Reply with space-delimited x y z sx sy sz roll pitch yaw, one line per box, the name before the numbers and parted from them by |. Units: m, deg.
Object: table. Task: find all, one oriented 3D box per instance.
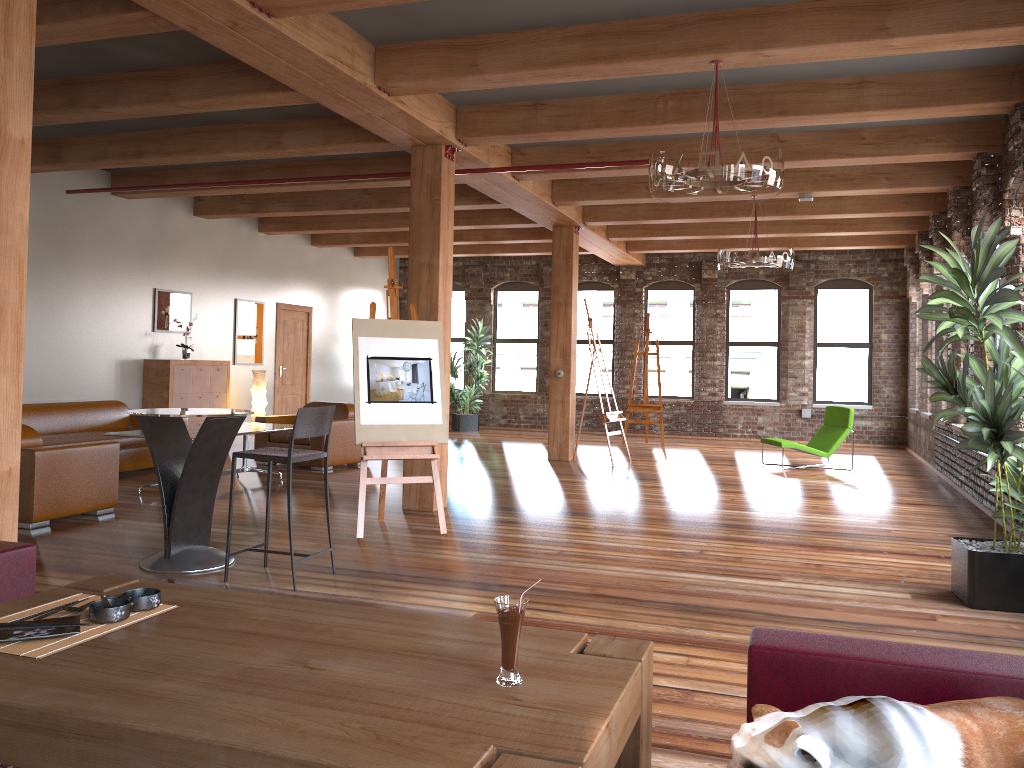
table | -2.853 0.712 8.511 0.940 0.560 1.870 1 1 18
table | -1.948 0.627 5.357 0.722 0.925 0.721 1 -1 43
table | -0.618 0.908 2.091 1.751 0.550 0.900 2 1 18

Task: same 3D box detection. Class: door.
door | -3.548 -0.206 14.123 0.226 2.122 1.029 1 -1 18

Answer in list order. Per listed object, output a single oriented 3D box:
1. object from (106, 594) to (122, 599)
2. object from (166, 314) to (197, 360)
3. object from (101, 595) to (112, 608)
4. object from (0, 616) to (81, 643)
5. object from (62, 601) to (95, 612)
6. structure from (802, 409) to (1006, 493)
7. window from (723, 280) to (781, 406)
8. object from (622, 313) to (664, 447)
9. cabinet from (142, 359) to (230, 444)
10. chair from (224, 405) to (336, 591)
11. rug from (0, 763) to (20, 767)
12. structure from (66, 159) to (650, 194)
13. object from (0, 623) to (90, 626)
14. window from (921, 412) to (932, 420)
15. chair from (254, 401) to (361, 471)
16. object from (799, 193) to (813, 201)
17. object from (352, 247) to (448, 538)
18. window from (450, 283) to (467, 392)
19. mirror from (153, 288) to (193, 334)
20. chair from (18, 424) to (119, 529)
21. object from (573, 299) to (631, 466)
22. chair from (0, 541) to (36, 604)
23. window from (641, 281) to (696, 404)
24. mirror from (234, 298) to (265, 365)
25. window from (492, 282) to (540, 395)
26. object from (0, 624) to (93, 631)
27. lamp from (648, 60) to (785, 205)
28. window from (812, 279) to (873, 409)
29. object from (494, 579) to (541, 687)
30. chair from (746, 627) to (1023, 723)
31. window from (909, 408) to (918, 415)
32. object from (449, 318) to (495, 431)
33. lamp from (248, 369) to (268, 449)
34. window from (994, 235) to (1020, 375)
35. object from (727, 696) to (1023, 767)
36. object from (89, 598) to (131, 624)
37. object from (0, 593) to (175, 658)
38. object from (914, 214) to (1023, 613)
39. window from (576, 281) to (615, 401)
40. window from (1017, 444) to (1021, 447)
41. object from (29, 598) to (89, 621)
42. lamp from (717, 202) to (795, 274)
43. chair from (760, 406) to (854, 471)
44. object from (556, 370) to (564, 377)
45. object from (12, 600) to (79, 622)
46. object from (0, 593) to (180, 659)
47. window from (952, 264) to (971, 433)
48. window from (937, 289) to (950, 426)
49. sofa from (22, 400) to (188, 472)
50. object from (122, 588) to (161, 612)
object | -1.116 0.600 2.472 0.059 0.021 0.018 1 0 -30
object | -4.187 -0.604 11.315 0.370 0.590 0.298 1 -1 13
object | -1.040 0.567 2.282 0.045 0.080 0.137 1 0 -16
object | -1.176 0.607 2.170 0.213 0.018 0.154 1 1 -26
object | -1.162 0.596 2.393 0.045 0.030 0.153 1 1 3
structure | 4.395 0.723 8.374 1.633 0.313 13.700 2 1 12
window | 4.253 -0.739 15.635 0.968 2.221 0.218 1 -1 18
object | 2.162 -0.091 14.271 0.662 2.143 0.684 1 -1 13
cabinet | -4.167 0.296 11.395 0.419 1.210 1.185 1 0 18
chair | -1.306 0.613 5.050 0.467 0.983 0.429 1 -1 18
rug | -0.671 1.179 2.092 2.463 0.009 1.343 2 1 19
structure | -1.925 -2.061 8.772 6.809 0.112 0.051 2 -1 18
object | -1.185 0.594 2.189 0.270 0.008 0.007 1 0 -7
window | 5.889 -0.632 12.346 0.231 2.217 0.967 1 -1 18
chair | -2.372 0.592 10.531 1.064 0.736 0.830 1 0 28
object | 3.128 -1.994 9.424 0.145 0.072 0.147 2 1 18
object | -0.863 0.008 6.670 0.701 2.143 0.684 2 -1 -22
window | -1.320 -0.929 17.569 0.968 2.172 0.086 1 -1 18
mirror | -4.359 -0.930 11.404 0.025 0.548 0.694 1 0 18
chair | -3.752 0.643 6.821 1.064 0.736 0.830 1 0 18
object | 1.146 -0.056 11.604 0.685 2.143 0.661 1 -1 28
chair | -2.200 0.836 2.642 0.866 0.593 1.070 1 1 18
window | 2.856 -0.775 16.100 0.968 2.230 0.221 1 -1 18
mirror | -3.839 -0.750 12.970 0.025 0.953 0.693 1 -1 18
window | 0.095 -0.888 17.096 0.968 2.172 0.086 1 -1 18
object | -1.171 0.594 2.165 0.270 0.008 0.007 1 0 -16
lamp | 1.249 -1.569 5.418 0.809 0.816 0.809 1 0 -29
window | 5.662 -0.697 15.163 0.968 2.221 0.218 1 -1 18
object | 0.003 0.534 1.919 0.075 0.232 0.095 2 -1 -39
chair | 0.841 0.926 1.599 0.866 0.593 1.070 1 1 18
window | 6.362 -0.653 13.762 0.232 2.217 0.967 1 -1 18
object | -0.878 -0.188 16.564 1.080 2.106 0.966 1 -1 -4
lamp | -3.472 0.346 12.183 0.270 1.115 0.261 2 -1 -27
window | 4.498 -0.572 8.174 0.236 2.217 0.967 1 -1 18
object | 0.749 0.745 1.703 0.754 0.297 0.364 1 0 -10
object | -1.049 0.593 2.311 0.099 0.043 0.099 1 1 -34
object | -1.162 0.614 2.287 0.332 0.003 0.470 2 1 18
object | 2.752 0.148 4.874 0.967 2.106 1.079 1 -1 31
window | 1.467 -0.816 16.565 0.968 2.230 0.221 1 -1 18
window | 4.032 -0.552 6.783 0.232 2.217 0.967 1 -1 18
object | -1.217 0.607 2.376 0.007 0.008 0.270 1 1 8
lamp | 2.625 -1.628 9.541 0.808 0.816 0.809 1 0 -36
chair | 3.801 0.679 11.448 0.956 0.797 0.680 1 0 -7
object | 0.621 -0.135 11.580 0.095 0.096 0.061 1 -1 18
object | -1.247 0.607 2.347 0.007 0.008 0.270 1 1 14
object | -1.161 0.614 2.286 0.352 0.001 0.469 2 1 18
window | 4.960 -0.592 9.566 0.230 2.217 0.967 1 -1 18
window | 5.425 -0.612 10.954 0.233 2.217 0.967 1 -1 18
sofa | -4.519 0.574 9.178 0.951 0.736 2.411 1 1 18
object | -1.014 0.592 2.423 0.099 0.043 0.099 2 1 44
